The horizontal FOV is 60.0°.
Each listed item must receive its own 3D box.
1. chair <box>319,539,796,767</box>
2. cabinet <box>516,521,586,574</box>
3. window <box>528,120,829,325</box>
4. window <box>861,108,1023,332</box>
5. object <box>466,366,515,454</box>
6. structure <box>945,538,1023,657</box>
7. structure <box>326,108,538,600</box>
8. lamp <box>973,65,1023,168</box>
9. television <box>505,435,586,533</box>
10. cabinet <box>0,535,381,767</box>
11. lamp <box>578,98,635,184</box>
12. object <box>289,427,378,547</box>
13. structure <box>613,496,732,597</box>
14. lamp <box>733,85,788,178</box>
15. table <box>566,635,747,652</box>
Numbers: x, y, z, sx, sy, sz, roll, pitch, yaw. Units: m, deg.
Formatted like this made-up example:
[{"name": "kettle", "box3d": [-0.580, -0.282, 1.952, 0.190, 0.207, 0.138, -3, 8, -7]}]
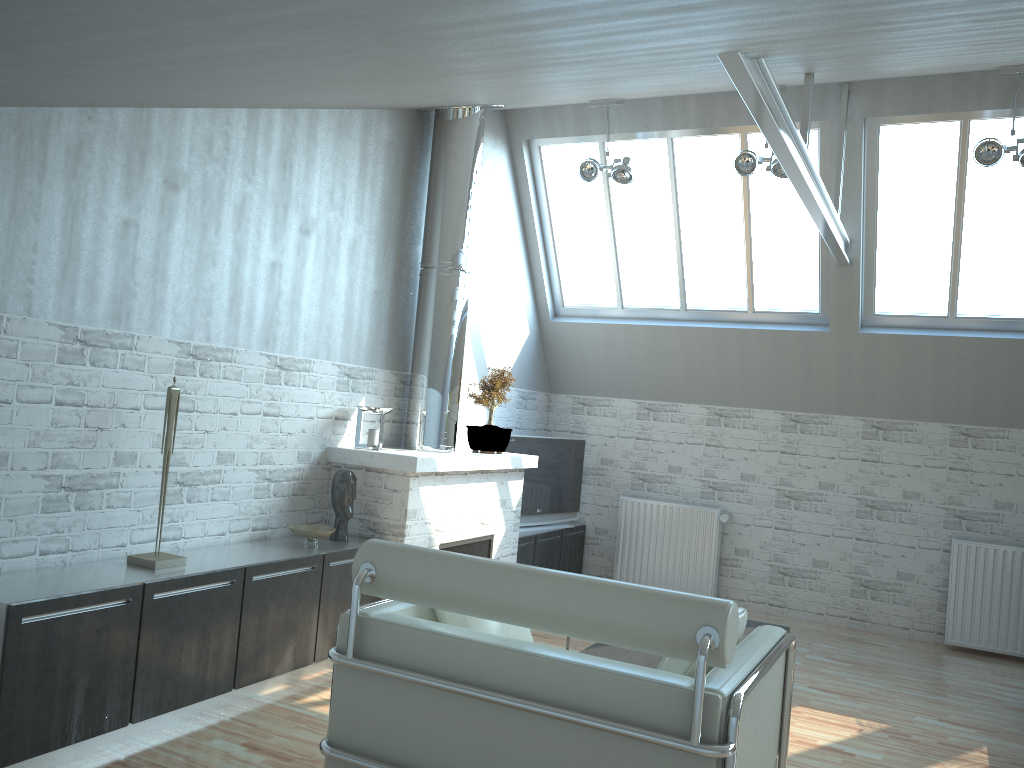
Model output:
[{"name": "chair", "box3d": [0.389, 2.109, 5.824, 2.507, 2.001, 2.201, 4, -2, 26]}, {"name": "cabinet", "box3d": [0.165, 2.869, 14.579, 0.908, 1.016, 3.234, 4, -2, 26]}, {"name": "window", "box3d": [2.631, -2.499, 14.059, 4.651, 2.787, 1.897, 4, -2, 26]}, {"name": "window", "box3d": [7.172, -2.170, 11.805, 4.651, 2.787, 1.897, 4, -2, 26]}, {"name": "object", "box3d": [-0.351, 0.332, 12.435, 0.572, 1.265, 1.115, 4, -2, 30]}, {"name": "structure", "box3d": [7.286, 3.103, 12.668, 1.892, 1.524, 0.508, 4, -2, 26]}, {"name": "structure", "box3d": [-0.808, -0.401, 11.775, 1.309, 7.180, 3.302, 4, -2, 26]}, {"name": "lamp", "box3d": [5.838, -3.137, 10.315, 0.808, 1.172, 0.618, 4, -2, 30]}, {"name": "television", "box3d": [0.374, 1.620, 14.672, 0.592, 1.514, 2.577, 4, -2, 36]}, {"name": "cabinet", "box3d": [-2.898, 2.265, 8.291, 0.914, 1.270, 4.572, 4, -2, 26]}, {"name": "lamp", "box3d": [1.337, -3.464, 12.550, 0.808, 1.172, 0.619, 4, -2, 30]}, {"name": "object", "box3d": [0.025, 1.902, 9.039, 4.859, 2.558, 1.528, 4, -2, 25]}, {"name": "structure", "box3d": [2.696, 2.770, 14.947, 1.892, 1.524, 0.508, 4, -2, 26]}, {"name": "lamp", "box3d": [3.313, -3.320, 11.569, 0.808, 1.172, 0.619, 4, -2, 30]}, {"name": "table", "box3d": [1.493, 2.846, 8.598, 1.726, 0.867, 1.015, 4, -2, 26]}]
